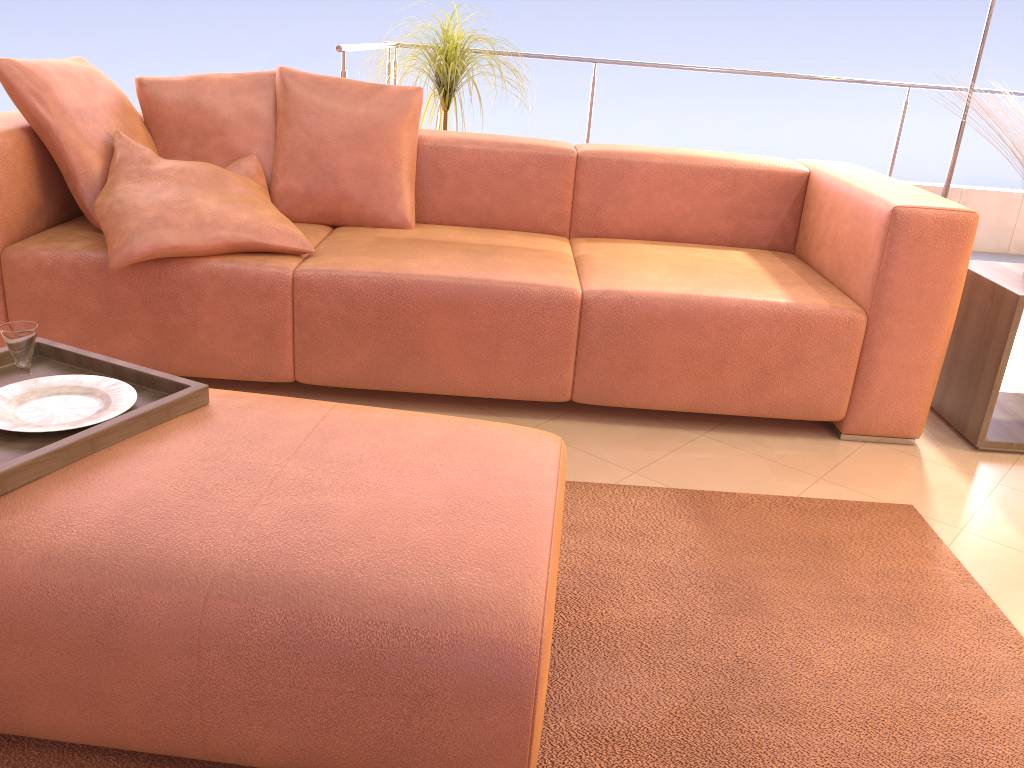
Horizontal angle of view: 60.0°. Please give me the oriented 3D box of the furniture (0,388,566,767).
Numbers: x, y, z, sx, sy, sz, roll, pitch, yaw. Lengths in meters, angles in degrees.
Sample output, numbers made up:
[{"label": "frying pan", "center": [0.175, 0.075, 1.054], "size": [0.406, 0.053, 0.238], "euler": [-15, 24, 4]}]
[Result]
[{"label": "furniture", "center": [-0.570, 0.234, 1.428], "size": [1.291, 0.301, 0.685], "euler": [6, 21, 4]}]

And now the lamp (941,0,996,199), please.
[{"label": "lamp", "center": [1.580, -0.900, 3.118], "size": [0.454, 1.578, 0.454], "euler": [4, 21, -1]}]

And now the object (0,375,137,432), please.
[{"label": "object", "center": [-0.743, 0.036, 1.453], "size": [0.240, 0.018, 0.240], "euler": [-11, 26, -34]}]

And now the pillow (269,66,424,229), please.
[{"label": "pillow", "center": [-0.521, -0.732, 2.778], "size": [0.470, 0.468, 0.211], "euler": [2, 21, -5]}]

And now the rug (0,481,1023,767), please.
[{"label": "rug", "center": [-0.355, 0.533, 1.254], "size": [2.626, 0.005, 1.833], "euler": [4, 21, -1]}]

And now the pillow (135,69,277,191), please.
[{"label": "pillow", "center": [-0.912, -0.763, 2.774], "size": [0.492, 0.446, 0.255], "euler": [-2, 22, -16]}]

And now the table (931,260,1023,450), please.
[{"label": "table", "center": [1.536, -0.087, 2.575], "size": [0.469, 0.436, 0.415], "euler": [4, 21, -1]}]

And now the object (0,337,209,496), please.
[{"label": "object", "center": [-0.806, 0.037, 1.429], "size": [0.421, 0.034, 0.436], "euler": [14, 23, 22]}]

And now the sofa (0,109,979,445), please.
[{"label": "sofa", "center": [-0.191, -0.397, 2.743], "size": [2.781, 0.672, 0.943], "euler": [4, 21, -1]}]

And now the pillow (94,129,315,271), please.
[{"label": "pillow", "center": [-0.878, -0.526, 2.449], "size": [0.517, 0.292, 0.514], "euler": [-8, 25, -30]}]

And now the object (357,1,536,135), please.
[{"label": "object", "center": [-0.283, -0.979, 3.638], "size": [0.703, 1.088, 0.729], "euler": [-9, 25, -30]}]

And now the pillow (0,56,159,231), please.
[{"label": "pillow", "center": [-1.211, -0.709, 2.596], "size": [0.314, 0.455, 0.519], "euler": [3, 21, -4]}]

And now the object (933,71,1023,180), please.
[{"label": "object", "center": [1.578, -0.614, 2.460], "size": [0.700, 0.634, 0.703], "euler": [-15, 29, -41]}]

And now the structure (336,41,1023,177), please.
[{"label": "structure", "center": [1.347, -1.199, 4.285], "size": [4.176, 0.541, 1.663], "euler": [4, 21, -1]}]

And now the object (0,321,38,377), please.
[{"label": "object", "center": [-0.869, -0.059, 1.573], "size": [0.061, 0.091, 0.061], "euler": [-2, 22, -15]}]
